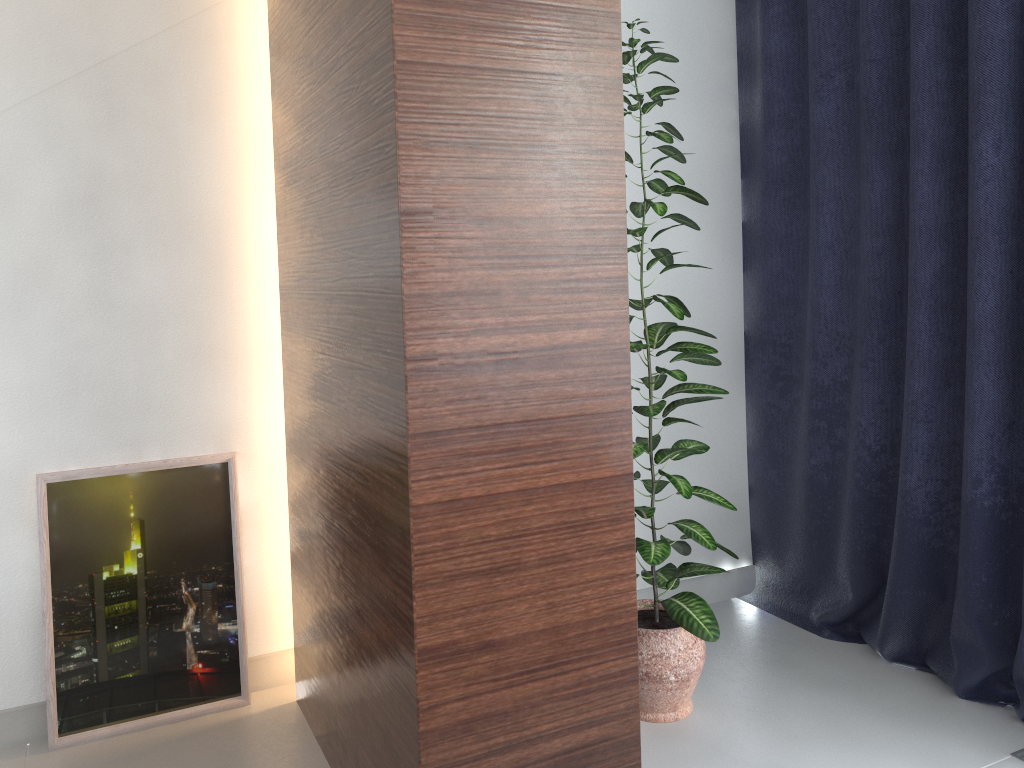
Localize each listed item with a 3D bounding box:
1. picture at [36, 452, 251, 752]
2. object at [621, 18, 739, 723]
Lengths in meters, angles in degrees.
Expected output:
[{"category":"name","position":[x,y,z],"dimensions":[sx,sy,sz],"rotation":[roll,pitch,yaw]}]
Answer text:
[{"category":"picture","position":[-0.980,0.563,2.375],"dimensions":[0.501,0.696,0.084],"rotation":[-4,3,-26]},{"category":"object","position":[0.360,-0.053,2.373],"dimensions":[0.503,1.837,0.485],"rotation":[0,3,33]}]
